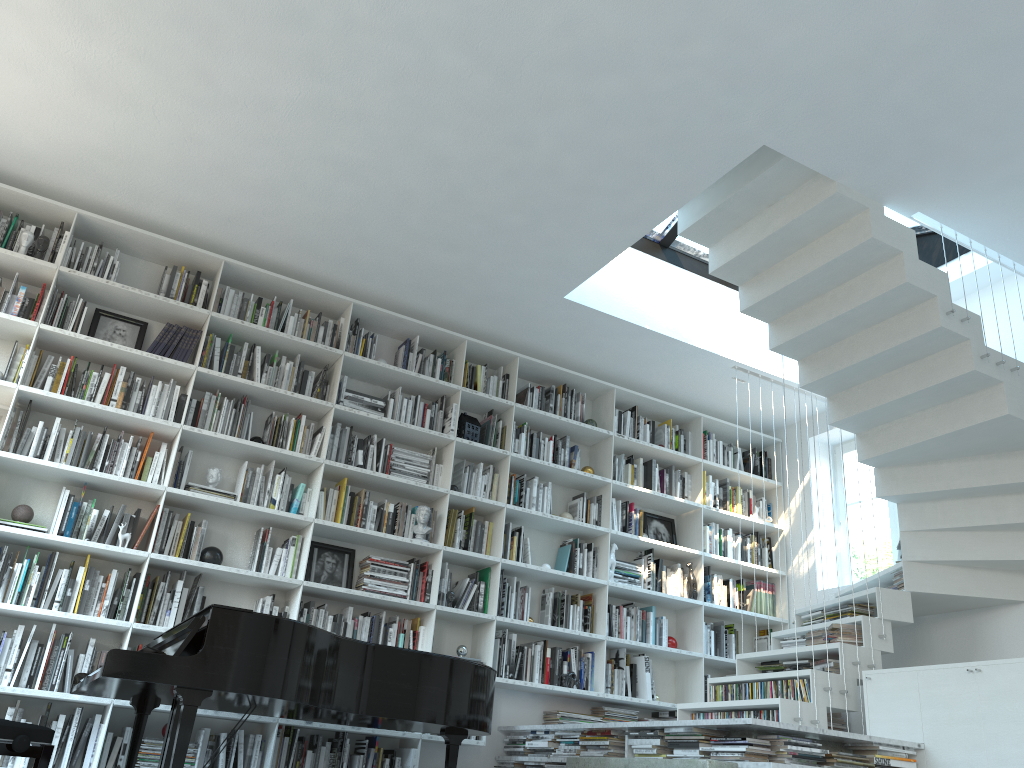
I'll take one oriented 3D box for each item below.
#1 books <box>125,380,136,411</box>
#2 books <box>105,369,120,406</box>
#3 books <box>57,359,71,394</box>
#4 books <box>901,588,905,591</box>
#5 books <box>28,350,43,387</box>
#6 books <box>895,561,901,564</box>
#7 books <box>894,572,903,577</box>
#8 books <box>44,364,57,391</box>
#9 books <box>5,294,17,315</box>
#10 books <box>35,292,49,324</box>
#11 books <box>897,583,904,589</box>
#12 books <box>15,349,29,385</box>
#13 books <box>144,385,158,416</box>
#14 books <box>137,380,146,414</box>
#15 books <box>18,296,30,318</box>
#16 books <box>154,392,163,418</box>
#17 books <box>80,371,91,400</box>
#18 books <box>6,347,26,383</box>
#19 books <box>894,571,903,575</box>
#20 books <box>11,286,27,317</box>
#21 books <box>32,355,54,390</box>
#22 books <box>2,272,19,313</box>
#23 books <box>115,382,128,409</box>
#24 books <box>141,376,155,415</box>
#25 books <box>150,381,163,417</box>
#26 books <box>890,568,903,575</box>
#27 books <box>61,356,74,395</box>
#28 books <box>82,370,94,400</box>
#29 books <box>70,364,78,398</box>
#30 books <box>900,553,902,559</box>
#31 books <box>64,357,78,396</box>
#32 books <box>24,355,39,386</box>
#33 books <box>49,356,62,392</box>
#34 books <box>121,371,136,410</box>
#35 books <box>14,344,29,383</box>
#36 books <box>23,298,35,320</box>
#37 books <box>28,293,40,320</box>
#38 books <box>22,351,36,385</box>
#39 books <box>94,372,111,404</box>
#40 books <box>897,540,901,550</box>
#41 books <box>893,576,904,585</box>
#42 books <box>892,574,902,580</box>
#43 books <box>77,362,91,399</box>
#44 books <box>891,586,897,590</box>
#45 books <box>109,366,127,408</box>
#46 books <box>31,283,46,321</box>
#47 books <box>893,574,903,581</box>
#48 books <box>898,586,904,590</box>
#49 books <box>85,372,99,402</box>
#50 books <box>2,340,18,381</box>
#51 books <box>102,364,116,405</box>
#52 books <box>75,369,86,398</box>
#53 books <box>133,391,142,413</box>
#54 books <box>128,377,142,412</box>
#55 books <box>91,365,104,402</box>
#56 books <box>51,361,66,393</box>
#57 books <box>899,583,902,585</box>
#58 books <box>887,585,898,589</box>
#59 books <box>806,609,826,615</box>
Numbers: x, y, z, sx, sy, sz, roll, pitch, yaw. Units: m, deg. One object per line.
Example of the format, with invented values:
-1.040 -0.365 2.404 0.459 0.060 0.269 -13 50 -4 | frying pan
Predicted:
-2.207 0.110 5.091 0.013 0.231 0.172 17 -27 -25 | books
-2.290 0.062 5.050 0.023 0.270 0.187 17 -27 -25 | books
-2.513 0.005 4.947 0.014 0.251 0.187 17 -27 -25 | books
2.476 1.247 5.342 0.241 0.008 0.169 5 -25 1 | books
-2.635 -0.039 4.888 0.012 0.262 0.181 17 -27 -25 | books
2.582 1.156 5.619 0.226 0.012 0.285 -12 -29 32 | books
2.481 1.176 5.395 0.262 0.016 0.132 7 -25 -4 | books
-2.563 0.011 4.902 0.026 0.194 0.176 17 -27 -25 | books
-2.801 -0.387 4.944 0.031 0.182 0.151 17 -27 -25 | books
-2.675 -0.383 5.030 0.037 0.267 0.113 17 -27 -25 | books
2.478 1.221 5.352 0.238 0.018 0.174 5 -25 0 | books
-2.675 -0.046 4.835 0.021 0.223 0.232 17 -27 -25 | books
-2.108 0.139 5.133 0.031 0.229 0.173 17 -27 -25 | books
-2.156 0.121 5.139 0.035 0.259 0.131 17 -27 -25 | books
-2.752 -0.374 4.977 0.029 0.195 0.146 17 -27 -25 | books
-2.076 0.166 5.157 0.013 0.205 0.173 17 -27 -25 | books
-2.413 0.052 4.988 0.014 0.217 0.164 17 -27 -25 | books
-2.735 -0.060 4.868 0.044 0.267 0.134 17 -27 -25 | books
2.484 1.155 5.380 0.266 0.008 0.164 8 -25 -7 | books
-2.762 -0.407 4.948 0.029 0.228 0.192 17 -27 -25 | books
-2.611 -0.021 4.915 0.062 0.257 0.153 17 -27 -25 | books
-2.807 -0.452 4.946 0.012 0.302 0.189 17 -27 -25 | books
-2.240 0.109 5.051 0.029 0.194 0.192 17 -27 -25 | books
-2.126 0.112 5.138 0.012 0.279 0.188 17 -27 -25 | books
-2.083 0.131 5.151 0.022 0.262 0.175 17 -27 -25 | books
2.484 1.154 5.395 0.300 0.007 0.159 6 -25 -2 | books
-2.500 -0.002 4.963 0.020 0.279 0.165 17 -27 -25 | books
-2.405 0.053 5.001 0.011 0.228 0.171 17 -27 -25 | books
-2.466 0.026 4.980 0.047 0.248 0.134 17 -27 -25 | books
2.501 1.035 5.381 0.256 0.010 0.164 -2 -26 16 | books
-2.481 0.000 4.960 0.011 0.276 0.164 17 -27 -25 | books
-2.655 -0.027 4.881 0.022 0.231 0.151 17 -27 -25 | books
-2.553 -0.009 4.936 0.010 0.261 0.151 17 -27 -25 | books
-2.226 0.084 5.103 0.025 0.284 0.161 17 -27 -25 | books
-2.703 -0.066 4.870 0.010 0.284 0.137 17 -27 -25 | books
-2.721 -0.368 4.975 0.026 0.187 0.154 17 -27 -25 | books
-2.709 -0.380 5.004 0.014 0.234 0.144 17 -27 -25 | books
-2.673 -0.038 4.886 0.012 0.253 0.161 17 -27 -25 | books
-2.342 0.069 5.035 0.047 0.237 0.163 17 -27 -25 | books
2.503 0.982 5.398 0.283 0.012 0.176 -2 -26 16 | books
2.476 1.194 5.359 0.262 0.023 0.201 5 -25 0 | books
2.481 1.181 5.380 0.285 0.007 0.160 6 -25 -1 | books
-2.429 0.025 5.004 0.012 0.276 0.151 17 -27 -25 | books
2.480 1.301 5.592 0.192 0.006 0.300 6 -25 -2 | books
-2.264 0.061 5.060 0.030 0.284 0.185 17 -27 -25 | books
-2.689 -0.406 5.012 0.014 0.292 0.173 17 -27 -25 | books
2.481 1.186 5.375 0.290 0.006 0.150 4 -25 2 | books
2.477 1.236 5.345 0.223 0.015 0.180 6 -25 -3 | books
-2.384 0.061 5.002 0.031 0.216 0.173 17 -27 -25 | books
-2.749 -0.082 4.842 0.012 0.283 0.160 17 -27 -25 | books
-2.314 0.049 5.064 0.014 0.302 0.152 17 -27 -25 | books
-2.443 0.045 4.993 0.012 0.229 0.150 17 -27 -25 | books
-2.175 0.147 5.111 0.022 0.185 0.137 17 -27 -25 | books
-2.195 0.107 5.117 0.029 0.259 0.158 17 -27 -25 | books
-2.365 0.044 5.026 0.014 0.271 0.181 17 -27 -25 | books
-2.534 0.010 4.934 0.030 0.229 0.172 17 -27 -25 | books
2.478 1.214 5.367 0.208 0.008 0.144 8 -25 -7 | books
2.479 1.291 5.596 0.182 0.016 0.199 8 -25 -6 | books
2.057 1.516 5.829 0.165 0.014 0.236 9 -25 -9 | books
